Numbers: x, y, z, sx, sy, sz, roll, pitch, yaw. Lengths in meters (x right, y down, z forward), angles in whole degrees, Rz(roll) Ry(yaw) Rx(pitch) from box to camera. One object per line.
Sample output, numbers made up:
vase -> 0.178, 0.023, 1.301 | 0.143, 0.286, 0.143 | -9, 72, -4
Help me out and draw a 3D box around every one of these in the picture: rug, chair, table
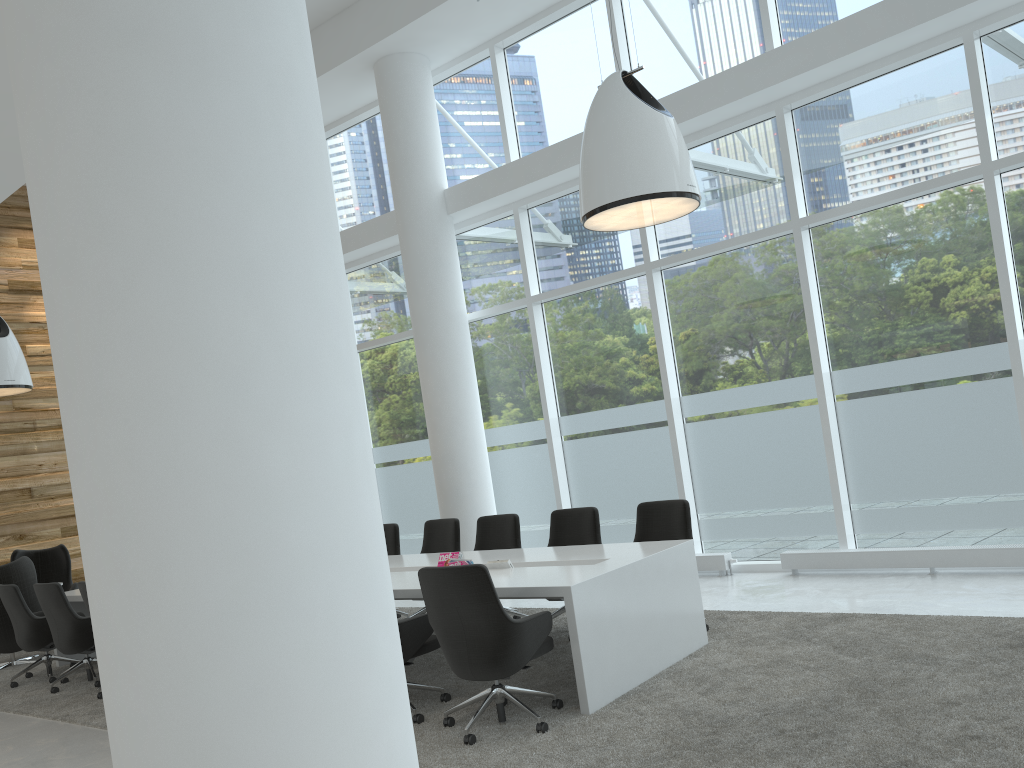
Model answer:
rug -> -1.996, 2.406, 7.668 | 13.518, 0.010, 3.924 | -12, -5, 39
chair -> -1.382, 1.889, 8.656 | 0.689, 0.966, 0.671 | -9, -1, 33
chair -> -3.864, 2.211, 7.968 | 0.689, 0.966, 0.671 | -9, -2, 38
chair -> 0.431, 1.518, 7.159 | 0.689, 0.966, 0.671 | -9, -2, 38
chair -> -0.761, 1.765, 8.183 | 0.689, 0.966, 0.671 | -10, -2, 43
chair -> -0.210, 1.648, 7.660 | 0.689, 0.966, 0.671 | -9, -2, 38
chair -> -5.422, 2.458, 9.566 | 0.910, 1.152, 0.922 | -8, -2, -32
chair -> -0.826, 1.595, 5.538 | 0.689, 0.966, 0.671 | -9, -2, 38
table -> -5.783, 2.810, 10.641 | 0.796, 0.696, 0.803 | -7, -2, -27
chair -> -3.223, 2.082, 7.467 | 0.689, 0.966, 0.671 | -9, -2, 38
chair -> -6.242, 2.728, 11.744 | 0.910, 1.152, 0.922 | -8, -2, -32
chair -> -0.127, 1.456, 5.019 | 0.689, 0.966, 0.671 | -9, -1, 33
table -> -1.693, 1.981, 7.577 | 6.590, 0.739, 1.495 | -11, -4, 38
chair -> 1.060, 1.390, 6.650 | 0.689, 0.966, 0.671 | -10, -2, 43
chair -> -4.492, 2.339, 8.477 | 0.689, 0.966, 0.671 | -10, -2, 43

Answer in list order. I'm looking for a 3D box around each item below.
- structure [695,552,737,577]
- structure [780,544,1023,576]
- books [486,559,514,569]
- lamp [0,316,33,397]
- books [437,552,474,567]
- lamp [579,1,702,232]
structure -> 1.166, 1.954, 9.445 | 2.703, 0.214, 0.149 | -12, -3, 40
structure -> 3.511, 1.462, 7.329 | 2.704, 0.214, 0.149 | -12, -3, 43
books -> -0.048, 1.320, 6.144 | 0.204, 0.226, 0.143 | -10, -2, 37
lamp -> -6.481, -1.691, 10.601 | 0.882, 3.646, 0.886 | -8, 0, -13
books -> -0.394, 1.386, 6.502 | 0.230, 0.275, 0.600 | -8, -3, -32
lamp -> 0.675, -3.034, 6.472 | 0.883, 3.646, 0.885 | -8, 0, -6
